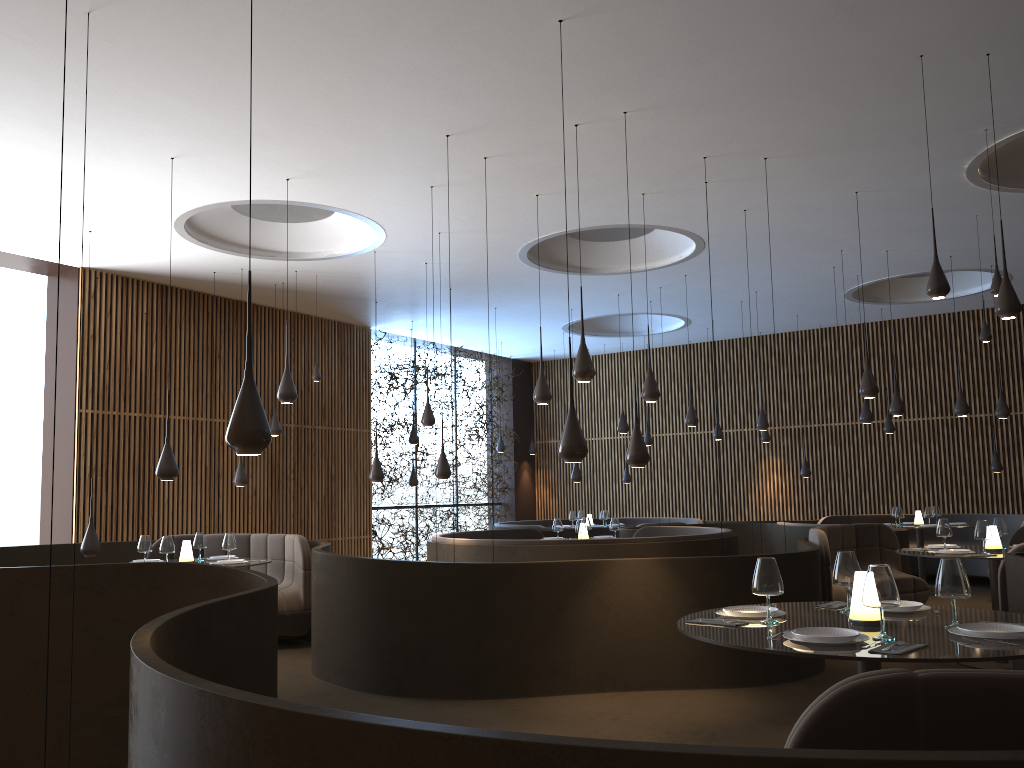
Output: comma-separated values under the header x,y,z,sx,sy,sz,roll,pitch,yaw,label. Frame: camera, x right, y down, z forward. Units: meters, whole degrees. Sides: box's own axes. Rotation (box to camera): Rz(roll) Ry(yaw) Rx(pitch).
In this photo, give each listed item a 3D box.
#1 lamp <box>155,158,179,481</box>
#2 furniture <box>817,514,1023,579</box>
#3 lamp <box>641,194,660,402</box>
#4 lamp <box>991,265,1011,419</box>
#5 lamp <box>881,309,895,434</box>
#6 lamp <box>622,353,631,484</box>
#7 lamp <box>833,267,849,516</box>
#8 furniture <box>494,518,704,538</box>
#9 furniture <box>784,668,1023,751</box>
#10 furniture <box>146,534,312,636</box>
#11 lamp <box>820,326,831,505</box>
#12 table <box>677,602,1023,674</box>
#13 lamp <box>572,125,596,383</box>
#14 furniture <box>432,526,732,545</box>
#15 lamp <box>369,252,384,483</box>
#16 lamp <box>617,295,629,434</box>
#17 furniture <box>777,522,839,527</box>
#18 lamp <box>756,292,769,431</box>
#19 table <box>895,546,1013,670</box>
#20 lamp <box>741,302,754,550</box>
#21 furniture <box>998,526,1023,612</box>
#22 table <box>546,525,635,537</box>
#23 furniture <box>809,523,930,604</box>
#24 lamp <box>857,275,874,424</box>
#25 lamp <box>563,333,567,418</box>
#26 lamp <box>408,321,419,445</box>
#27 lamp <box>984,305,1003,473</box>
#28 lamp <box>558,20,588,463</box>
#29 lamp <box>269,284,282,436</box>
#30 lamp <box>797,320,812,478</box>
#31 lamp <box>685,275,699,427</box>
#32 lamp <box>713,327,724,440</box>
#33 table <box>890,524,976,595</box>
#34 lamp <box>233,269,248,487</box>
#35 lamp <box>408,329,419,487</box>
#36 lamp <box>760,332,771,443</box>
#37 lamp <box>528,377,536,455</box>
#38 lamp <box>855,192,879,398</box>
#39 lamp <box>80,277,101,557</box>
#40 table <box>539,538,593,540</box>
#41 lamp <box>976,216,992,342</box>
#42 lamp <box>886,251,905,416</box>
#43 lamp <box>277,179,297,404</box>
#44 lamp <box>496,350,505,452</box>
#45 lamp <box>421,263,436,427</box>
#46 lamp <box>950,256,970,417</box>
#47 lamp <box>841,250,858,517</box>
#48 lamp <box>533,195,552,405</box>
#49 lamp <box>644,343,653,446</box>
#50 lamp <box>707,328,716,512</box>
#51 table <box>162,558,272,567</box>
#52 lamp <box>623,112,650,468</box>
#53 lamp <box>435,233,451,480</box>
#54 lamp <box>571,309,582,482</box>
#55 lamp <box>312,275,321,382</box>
x,y,z,sx,sy,sz,roll,pitch,yaw,label
-3.096,-0.610,8.019,0.196,2.953,0.196,1,-6,-21,lamp
7.018,2.630,14.152,1.981,1.044,3.944,2,-8,-25,furniture
1.421,-0.917,9.321,0.196,2.218,0.196,-4,-6,28,lamp
6.973,-0.611,12.741,0.196,2.218,0.196,-3,-6,18,lamp
6.604,-0.233,15.673,0.196,2.218,0.196,-2,-6,8,lamp
2.373,0.613,18.704,0.196,2.953,0.196,-3,-6,18,lamp
4.690,1.436,12.414,0.196,6.260,0.196,1,-6,-21,lamp
1.630,3.067,16.424,3.884,1.044,3.801,-3,-7,10,furniture
2.519,1.284,3.196,4.245,1.119,1.472,5,-9,-43,furniture
-3.152,2.195,9.728,2.533,1.057,0.933,-5,-7,29,furniture
6.085,1.980,16.983,0.196,6.260,0.196,4,-8,-41,lamp
1.600,1.583,3.920,1.675,1.021,1.674,-7,-9,42,table
0.578,-1.121,7.520,0.196,2.218,0.196,1,-6,-21,lamp
0.899,2.489,11.509,3.881,1.115,3.800,-2,-7,8,furniture
-1.731,-0.232,11.263,0.196,2.953,0.196,0,-6,-11,lamp
1.729,-0.321,14.071,0.196,2.218,0.196,1,-6,-21,lamp
4.717,2.622,13.370,0.900,1.044,2.538,0,-7,-15,furniture
3.937,-0.371,14.101,0.196,2.218,0.196,1,-6,-21,lamp
4.452,2.048,8.117,1.672,1.021,1.677,1,-7,-22,table
3.932,1.729,14.604,0.196,6.260,0.196,4,-8,-41,lamp
5.891,1.946,8.564,1.982,1.044,3.941,-5,-8,30,furniture
1.473,3.187,16.616,1.672,1.021,1.677,-1,-7,-6,table
3.940,2.128,9.947,0.932,1.057,2.535,-6,-9,39,furniture
5.193,-0.520,13.143,0.196,2.218,0.196,1,-6,-21,lamp
1.039,0.098,17.308,0.196,2.218,0.196,-3,-6,18,lamp
-1.767,-0.025,15.826,0.196,2.218,0.196,1,-6,-21,lamp
8.187,0.035,15.166,0.196,2.953,0.196,-3,-6,18,lamp
0.358,-0.968,5.804,0.196,2.953,0.196,1,-6,-21,lamp
-3.450,-0.355,12.908,0.196,2.218,0.196,2,-7,-31,lamp
5.237,0.212,16.035,0.196,2.953,0.196,-3,-6,18,lamp
2.572,-0.493,12.890,0.196,2.218,0.196,1,-6,-21,lamp
3.777,-0.074,16.435,0.196,2.218,0.196,-3,-6,18,lamp
6.352,2.716,13.754,1.673,1.021,1.676,-4,-7,23,table
-3.651,-0.102,11.955,0.196,2.953,0.196,-3,-6,18,lamp
-1.855,0.435,16.537,0.196,2.953,0.196,1,-6,-21,lamp
5.028,0.064,17.751,0.196,2.218,0.196,-3,-6,18,lamp
0.446,0.538,20.690,0.196,2.218,0.196,2,-7,-31,lamp
3.728,-0.957,9.415,0.196,2.218,0.196,0,-6,-12,lamp
-4.428,0.327,9.389,0.196,2.953,0.196,0,-6,-12,lamp
0.946,2.558,11.537,1.675,1.021,1.674,-8,-9,43,table
5.497,-1.239,10.381,0.133,1.505,0.133,-4,-6,28,lamp
5.062,-0.683,11.800,0.196,2.218,0.196,1,-6,-21,lamp
-2.192,-0.916,8.650,0.196,2.218,0.196,1,-6,-21,lamp
-0.264,0.372,19.244,0.196,2.218,0.196,2,-7,-31,lamp
-1.139,-0.530,11.901,0.196,2.218,0.196,-4,-6,28,lamp
6.096,-0.665,12.157,0.196,2.218,0.196,-4,-6,28,lamp
4.477,1.331,11.540,0.196,6.260,0.196,1,-6,-21,lamp
0.292,-0.893,9.276,0.196,2.218,0.196,-6,-7,38,lamp
2.718,0.143,17.963,0.196,2.218,0.196,-3,-6,18,lamp
3.886,2.031,16.995,0.196,6.260,0.196,4,-8,-41,lamp
-3.275,2.321,8.896,1.673,1.021,1.676,-4,-7,25,table
0.977,-0.799,7.257,0.196,2.953,0.196,-6,-7,38,lamp
-0.838,-0.347,10.510,0.196,2.953,0.196,-1,-6,-2,lamp
1.057,0.185,15.074,0.196,2.953,0.196,-4,-6,28,lamp
-2.751,-0.785,12.474,0.133,1.505,0.133,-4,-6,28,lamp
